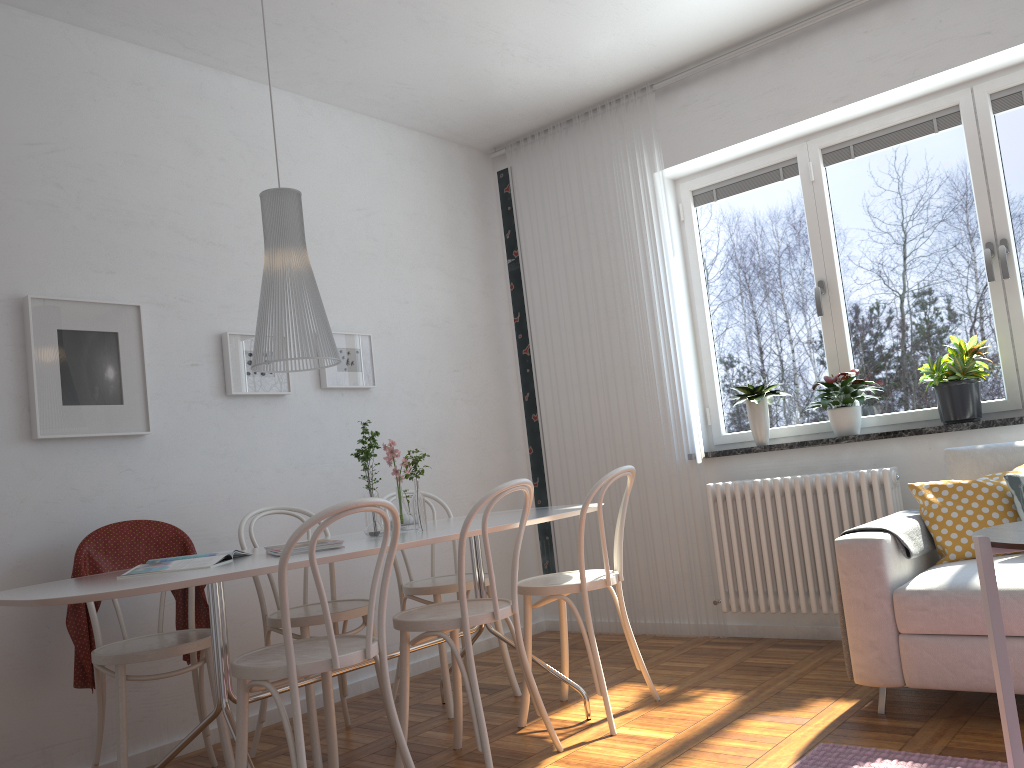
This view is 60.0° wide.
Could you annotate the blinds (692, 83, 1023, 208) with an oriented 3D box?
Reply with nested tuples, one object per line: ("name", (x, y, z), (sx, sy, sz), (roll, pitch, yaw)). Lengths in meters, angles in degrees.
("blinds", (2.076, -1.223, 3.963), (2.849, 0.098, 0.015), (-11, -7, 39))

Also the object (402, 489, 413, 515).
("object", (-0.407, 0.491, 3.503), (0.087, 0.151, 0.113), (-4, -6, -28))

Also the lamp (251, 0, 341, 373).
("lamp", (-0.797, -0.799, 2.994), (0.293, 1.494, 0.293), (-6, -5, -5))

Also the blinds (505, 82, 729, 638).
("blinds", (0.518, -0.084, 4.869), (1.039, 2.882, 0.055), (-10, -6, 39))

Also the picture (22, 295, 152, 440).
("picture", (-1.606, -0.059, 3.372), (0.050, 0.523, 0.431), (-10, -6, 39))

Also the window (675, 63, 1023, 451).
("window", (2.123, -0.609, 3.885), (3.025, 1.508, 0.151), (-11, -7, 39))

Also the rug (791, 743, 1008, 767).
("rug", (1.131, 0.923, 1.052), (2.461, 0.008, 2.366), (-11, -7, 39))

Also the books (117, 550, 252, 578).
("books", (-0.980, 0.537, 2.695), (0.266, 0.029, 0.406), (-6, -6, 0))

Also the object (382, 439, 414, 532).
("object", (-0.429, 0.380, 3.357), (0.111, 0.348, 0.108), (-7, -5, 9))

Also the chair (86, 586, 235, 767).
("chair", (-1.208, 0.925, 3.029), (0.447, 0.916, 0.521), (-2, -6, -40))

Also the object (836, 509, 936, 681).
("object", (1.425, 0.756, 3.250), (0.288, 0.533, 0.608), (-11, -7, 39))

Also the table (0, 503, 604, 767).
("table", (-0.487, 0.919, 3.041), (0.933, 0.769, 2.289), (-11, -7, 39))

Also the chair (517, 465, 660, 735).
("chair", (1.662, 0.353, 2.724), (3.698, 1.340, 0.448), (-9, -5, 25))

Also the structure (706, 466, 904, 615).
("structure", (1.375, 0.733, 4.109), (0.974, 0.623, 0.224), (-11, -7, 39))

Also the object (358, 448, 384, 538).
("object", (-0.490, 0.381, 3.103), (0.084, 0.307, 0.084), (-6, -5, -5))

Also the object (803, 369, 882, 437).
("object", (1.576, 0.093, 4.206), (0.380, 0.308, 0.371), (-8, -5, 14))

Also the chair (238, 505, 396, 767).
("chair", (-0.747, 0.909, 3.393), (0.521, 0.916, 0.447), (-11, -6, 40))

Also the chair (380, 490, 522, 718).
("chair", (-0.294, 0.906, 3.872), (0.447, 0.916, 0.521), (-2, -7, -45))

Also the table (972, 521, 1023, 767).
("table", (1.393, 0.637, 1.924), (0.618, 0.686, 0.618), (-11, -7, 38))

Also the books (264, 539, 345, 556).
("books", (-0.653, 0.511, 2.773), (0.204, 0.022, 0.279), (-4, -6, -24))

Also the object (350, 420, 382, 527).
("object", (-0.507, 0.336, 3.195), (0.107, 0.419, 0.110), (-9, -5, 28))

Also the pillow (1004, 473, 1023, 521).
("pillow", (1.973, 0.415, 2.999), (0.470, 0.288, 0.310), (-8, -5, 11))

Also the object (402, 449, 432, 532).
("object", (-0.329, 0.374, 3.144), (0.098, 0.293, 0.146), (-5, -5, -17))

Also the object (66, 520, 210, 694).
("object", (-1.345, 0.781, 3.196), (0.491, 0.579, 0.201), (-3, -6, -35))

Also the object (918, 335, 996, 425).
("object", (1.920, -0.017, 3.880), (0.299, 0.384, 0.334), (-3, -6, -35))

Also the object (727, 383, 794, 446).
("object", (1.238, 0.149, 4.418), (0.292, 0.315, 0.354), (-10, -6, 31))

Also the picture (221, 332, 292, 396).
("picture", (-1.132, -0.087, 3.947), (0.047, 0.273, 0.311), (-10, -7, 39))

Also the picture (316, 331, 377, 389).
("picture", (-0.807, -0.115, 4.342), (0.047, 0.273, 0.311), (-10, -7, 39))

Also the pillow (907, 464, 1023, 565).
("pillow", (1.729, 0.467, 3.224), (0.464, 0.317, 0.313), (-7, -5, 7))

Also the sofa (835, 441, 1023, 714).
("sofa", (2.345, 0.519, 2.600), (2.466, 0.841, 1.004), (-11, -7, 39))
